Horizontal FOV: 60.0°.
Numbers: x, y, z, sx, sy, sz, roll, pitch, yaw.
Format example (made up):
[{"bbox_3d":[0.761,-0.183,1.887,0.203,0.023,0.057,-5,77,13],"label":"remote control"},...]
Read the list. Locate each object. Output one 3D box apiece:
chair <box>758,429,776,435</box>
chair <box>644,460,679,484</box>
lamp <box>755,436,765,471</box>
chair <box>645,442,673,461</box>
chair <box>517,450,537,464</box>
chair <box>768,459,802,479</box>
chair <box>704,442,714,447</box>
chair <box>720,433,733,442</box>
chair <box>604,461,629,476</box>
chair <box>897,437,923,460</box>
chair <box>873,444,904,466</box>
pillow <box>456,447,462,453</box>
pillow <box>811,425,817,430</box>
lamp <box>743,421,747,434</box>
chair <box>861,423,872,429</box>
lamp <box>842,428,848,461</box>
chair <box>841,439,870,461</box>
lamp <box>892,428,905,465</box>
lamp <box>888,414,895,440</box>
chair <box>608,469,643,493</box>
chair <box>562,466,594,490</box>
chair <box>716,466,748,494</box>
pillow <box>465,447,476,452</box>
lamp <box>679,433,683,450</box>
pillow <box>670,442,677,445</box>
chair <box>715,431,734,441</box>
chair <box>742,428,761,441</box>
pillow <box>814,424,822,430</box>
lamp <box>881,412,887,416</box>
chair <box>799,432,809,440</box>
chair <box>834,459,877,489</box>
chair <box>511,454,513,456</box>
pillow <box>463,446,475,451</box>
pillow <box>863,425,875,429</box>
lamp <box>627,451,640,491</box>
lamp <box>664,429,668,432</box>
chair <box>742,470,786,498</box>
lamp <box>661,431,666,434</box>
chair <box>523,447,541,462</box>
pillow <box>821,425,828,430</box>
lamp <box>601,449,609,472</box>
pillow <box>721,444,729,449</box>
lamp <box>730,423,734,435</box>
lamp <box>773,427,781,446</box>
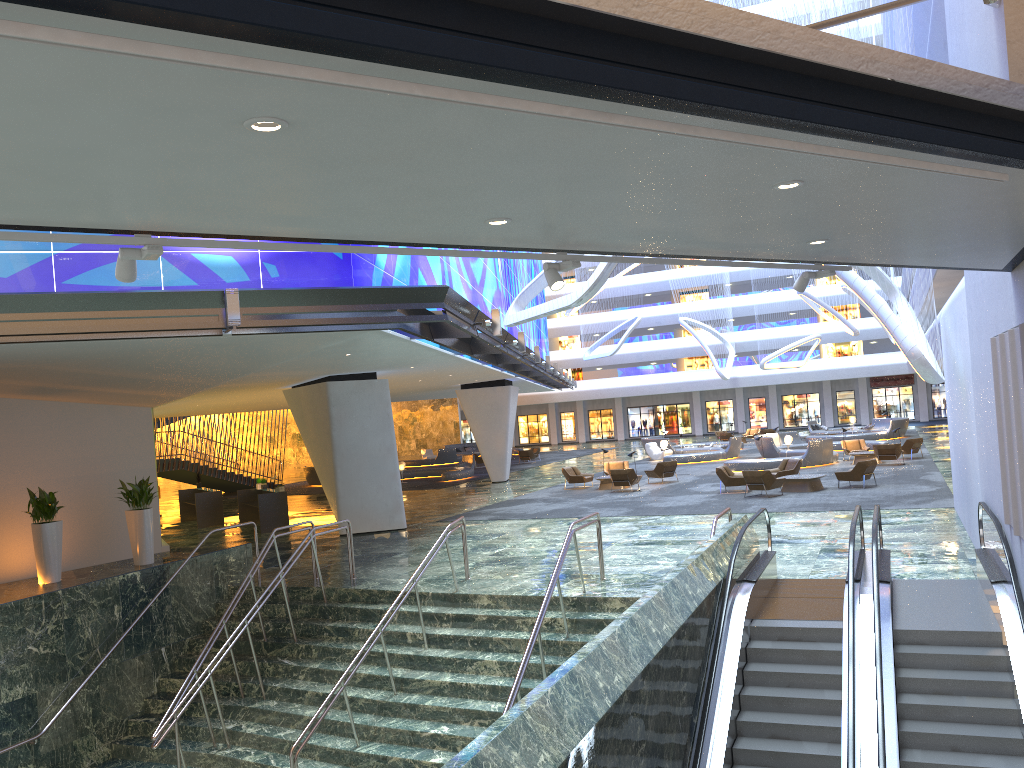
[{"bbox_3d":[15.074,3.026,52.254,0.929,0.766,0.939,-4,-1,2],"label":"chair"},{"bbox_3d":[5.218,3.053,30.724,0.928,0.766,0.940,-4,-1,-34],"label":"chair"},{"bbox_3d":[9.129,2.540,32.505,0.384,1.300,0.201,-5,0,40],"label":"lamp"},{"bbox_3d":[7.136,3.266,42.983,1.159,0.882,0.728,-6,-1,42],"label":"chair"},{"bbox_3d":[0.826,4.021,49.044,0.930,0.766,0.938,-5,-1,21],"label":"chair"},{"bbox_3d":[8.239,2.686,26.859,0.938,0.766,0.930,-4,-1,-15],"label":"chair"},{"bbox_3d":[9.768,3.364,46.257,1.783,0.501,0.586,-4,-1,-13],"label":"chair"},{"bbox_3d":[12.652,3.189,51.526,0.938,0.766,0.930,-4,-1,-26],"label":"chair"},{"bbox_3d":[3.799,3.209,32.078,0.929,0.766,0.939,-5,-1,7],"label":"chair"},{"bbox_3d":[14.635,2.393,32.790,0.928,0.766,0.940,-4,-1,-34],"label":"chair"},{"bbox_3d":[13.073,2.446,30.795,0.930,0.766,0.938,-5,-1,29],"label":"chair"},{"bbox_3d":[-3.854,4.606,62.031,0.315,0.386,0.784,-5,-2,40],"label":"pillow"},{"bbox_3d":[18.201,2.597,53.273,0.295,0.369,0.768,-5,-2,36],"label":"pillow"},{"bbox_3d":[14.298,2.888,54.354,0.384,1.300,0.202,-4,0,-15],"label":"lamp"},{"bbox_3d":[20.438,2.541,50.251,0.928,0.766,0.940,-4,-1,-34],"label":"chair"},{"bbox_3d":[12.792,2.310,34.070,0.202,1.300,0.383,-4,0,40],"label":"lamp"},{"bbox_3d":[13.216,2.549,34.144,0.929,0.766,0.939,-5,-1,7],"label":"chair"},{"bbox_3d":[13.341,2.149,30.610,0.384,1.300,0.201,-5,0,40],"label":"lamp"},{"bbox_3d":[19.246,2.183,44.987,0.202,1.300,0.384,-4,0,-18],"label":"lamp"},{"bbox_3d":[3.656,3.106,28.729,0.930,0.766,0.938,-5,-1,29],"label":"chair"},{"bbox_3d":[2.318,3.295,31.214,0.940,0.766,0.928,-5,-1,32],"label":"chair"},{"bbox_3d":[6.509,2.789,25.937,0.940,0.766,0.929,-5,-1,25],"label":"chair"},{"bbox_3d":[-2.989,4.601,62.462,0.693,0.262,0.877,-5,-2,14],"label":"pillow"},{"bbox_3d":[7.933,2.935,41.308,0.202,1.300,0.384,-4,0,-1],"label":"lamp"},{"bbox_3d":[8.645,3.270,48.111,0.443,0.207,0.445,-4,-2,-15],"label":"pillow"},{"bbox_3d":[12.985,3.259,54.331,0.928,0.766,0.940,-4,-1,-23],"label":"chair"},{"bbox_3d":[14.691,3.121,54.181,0.931,0.766,0.937,-5,-2,42],"label":"chair"},{"bbox_3d":[18.403,2.555,53.223,0.315,0.386,0.784,-5,-2,39],"label":"pillow"},{"bbox_3d":[20.575,2.211,48.821,0.384,1.300,0.201,-5,0,23],"label":"lamp"},{"bbox_3d":[16.638,2.977,50.513,0.490,0.501,0.587,-4,-1,-32],"label":"chair"},{"bbox_3d":[9.631,2.505,24.741,0.928,0.766,0.940,-3,-2,-42],"label":"chair"},{"bbox_3d":[-0.437,4.210,51.708,0.929,0.766,0.939,-4,-1,-3],"label":"chair"},{"bbox_3d":[-3.031,4.567,62.656,0.774,0.366,0.317,-4,-1,-25],"label":"pillow"},{"bbox_3d":[19.753,2.377,49.066,0.692,0.262,0.878,-4,-2,-15],"label":"pillow"},{"bbox_3d":[3.924,2.808,28.544,0.384,1.300,0.201,-5,0,40],"label":"lamp"},{"bbox_3d":[8.549,3.155,49.119,0.201,1.300,0.384,-4,0,-23],"label":"lamp"},{"bbox_3d":[6.857,2.704,24.255,0.937,0.766,0.931,-3,-2,-40],"label":"chair"},{"bbox_3d":[8.020,3.115,46.764,0.384,1.300,0.202,-4,0,16],"label":"lamp"},{"bbox_3d":[1.117,4.065,50.987,0.938,0.766,0.931,-4,-1,-28],"label":"chair"},{"bbox_3d":[18.715,2.629,53.409,0.684,0.280,0.875,-3,-2,-30],"label":"pillow"},{"bbox_3d":[3.374,2.970,32.004,0.202,1.300,0.383,-4,0,40],"label":"lamp"},{"bbox_3d":[9.998,2.840,40.481,0.693,0.262,0.876,-5,-2,32],"label":"pillow"},{"bbox_3d":[12.761,2.899,51.207,0.202,1.300,0.384,-4,0,-14],"label":"lamp"},{"bbox_3d":[12.058,2.577,40.214,0.384,1.300,0.201,-5,0,40],"label":"lamp"}]
